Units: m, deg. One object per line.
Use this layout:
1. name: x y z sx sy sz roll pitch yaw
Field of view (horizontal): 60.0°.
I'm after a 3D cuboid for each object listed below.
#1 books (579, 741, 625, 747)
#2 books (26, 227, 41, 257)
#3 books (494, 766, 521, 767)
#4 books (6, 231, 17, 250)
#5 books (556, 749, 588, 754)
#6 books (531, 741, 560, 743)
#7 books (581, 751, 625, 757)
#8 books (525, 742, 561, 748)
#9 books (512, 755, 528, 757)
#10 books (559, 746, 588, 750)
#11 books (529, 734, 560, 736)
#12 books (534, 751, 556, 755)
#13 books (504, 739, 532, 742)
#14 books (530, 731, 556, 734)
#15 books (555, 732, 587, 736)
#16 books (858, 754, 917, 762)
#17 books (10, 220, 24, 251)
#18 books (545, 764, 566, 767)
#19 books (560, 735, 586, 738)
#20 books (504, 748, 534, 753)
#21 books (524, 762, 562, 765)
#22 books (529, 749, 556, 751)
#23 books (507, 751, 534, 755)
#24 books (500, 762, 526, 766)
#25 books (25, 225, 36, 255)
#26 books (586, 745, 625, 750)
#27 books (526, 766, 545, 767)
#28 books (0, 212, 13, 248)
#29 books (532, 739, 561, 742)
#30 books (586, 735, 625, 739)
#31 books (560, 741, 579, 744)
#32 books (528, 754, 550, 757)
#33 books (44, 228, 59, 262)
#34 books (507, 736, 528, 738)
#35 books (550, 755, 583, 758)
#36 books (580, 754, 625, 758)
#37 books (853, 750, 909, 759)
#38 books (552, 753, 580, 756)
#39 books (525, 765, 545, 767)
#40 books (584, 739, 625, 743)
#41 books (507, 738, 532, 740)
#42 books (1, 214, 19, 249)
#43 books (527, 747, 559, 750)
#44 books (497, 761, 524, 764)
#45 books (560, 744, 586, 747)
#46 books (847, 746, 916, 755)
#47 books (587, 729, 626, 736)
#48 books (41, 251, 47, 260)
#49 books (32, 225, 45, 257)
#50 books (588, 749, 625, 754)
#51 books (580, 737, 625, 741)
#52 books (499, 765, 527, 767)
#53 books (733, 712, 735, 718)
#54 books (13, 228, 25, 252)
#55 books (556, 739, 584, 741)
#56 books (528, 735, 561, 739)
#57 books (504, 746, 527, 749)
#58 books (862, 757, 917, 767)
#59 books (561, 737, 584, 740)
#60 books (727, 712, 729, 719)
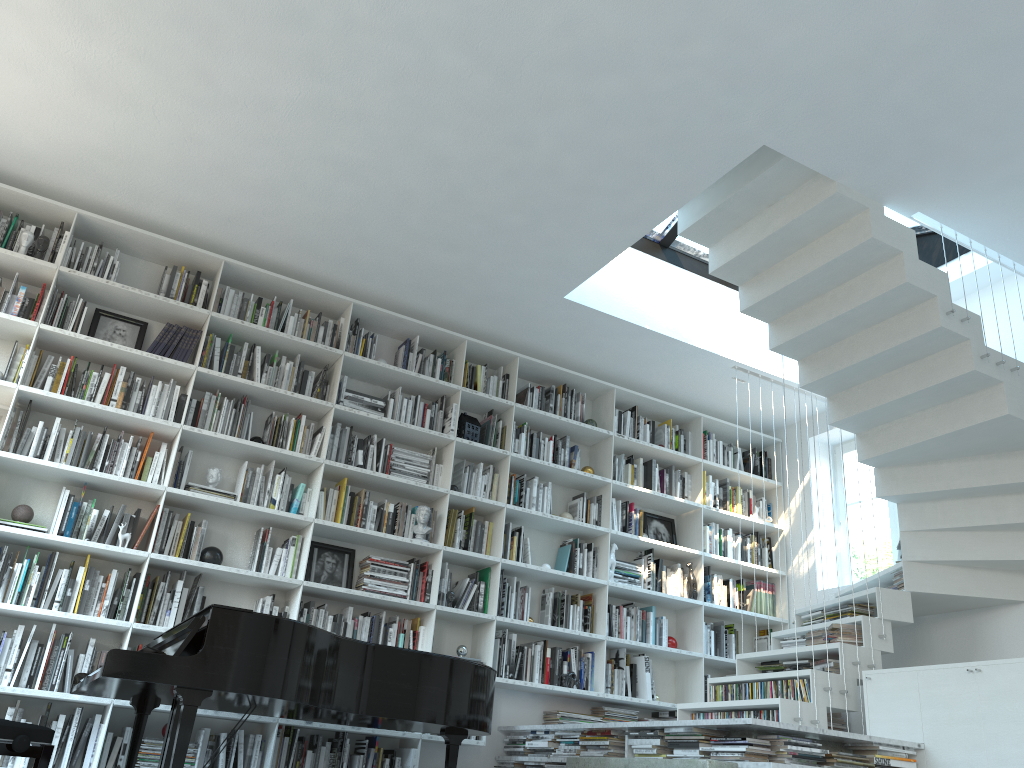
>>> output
1. books: 0.522 1.972 4.849 0.179 0.017 0.294 17 -27 -24
2. books: -2.764 -0.758 5.099 0.027 0.258 0.147 17 -27 -25
3. books: 0.028 2.391 5.520 0.185 0.006 0.263 17 -27 -24
4. books: -2.859 -0.753 5.041 0.024 0.186 0.160 17 -27 -25
5. books: 0.380 2.105 5.066 0.164 0.023 0.243 15 -26 -21
6. books: 0.236 2.159 5.335 0.172 0.007 0.207 16 -27 -23
7. books: 0.517 2.017 4.828 0.178 0.014 0.248 18 -28 -26
8. books: 0.225 2.172 5.323 0.189 0.029 0.238 19 -28 -27
9. books: 0.103 2.332 5.546 0.134 0.014 0.182 19 -28 -27
10. books: 0.391 2.090 5.079 0.154 0.018 0.221 18 -27 -25
11. books: 0.245 2.127 5.353 0.159 0.007 0.286 18 -27 -25
12. books: 0.248 2.219 5.318 0.131 0.021 0.241 16 -27 -23
13. books: 0.089 2.246 5.571 0.171 0.015 0.253 20 -28 -29
14. books: 0.237 2.112 5.354 0.171 0.020 0.194 20 -28 -29
15. books: 0.385 2.020 5.103 0.165 0.015 0.243 20 -28 -29
16. books: 1.782 1.805 4.276 0.262 0.012 0.180 15 -26 -21
17. books: -2.843 -0.786 5.072 0.013 0.274 0.159 17 -27 -25
18. books: 0.331 2.174 5.020 0.181 0.017 0.250 19 -28 -27
19. books: 0.395 2.036 5.103 0.149 0.013 0.220 16 -27 -22
20. books: 0.086 2.297 5.550 0.175 0.017 0.266 16 -27 -22
21. books: 0.196 2.269 5.285 0.149 0.014 0.229 18 -28 -26
22. books: 0.238 2.202 5.319 0.152 0.009 0.260 19 -28 -27
23. books: 0.092 2.315 5.546 0.163 0.017 0.233 16 -27 -23
24. books: 0.038 2.376 5.532 0.153 0.015 0.208 15 -26 -20
25. books: -2.786 -0.760 5.090 0.021 0.252 0.179 17 -27 -25
26. books: 0.529 1.990 4.846 0.159 0.018 0.203 18 -28 -26
27. books: 0.197 2.292 5.276 0.137 0.018 0.201 19 -28 -28
28. books: -2.896 -0.819 5.045 0.014 0.303 0.146 17 -27 -25
29. books: 0.242 2.152 5.342 0.143 0.012 0.265 15 -26 -20
30. books: 0.545 1.946 4.873 0.129 0.013 0.297 18 -28 -26
31. books: 0.394 2.064 5.091 0.145 0.013 0.221 16 -27 -22
32. books: 0.230 2.231 5.303 0.173 0.016 0.234 18 -27 -25
33. books: -2.687 -0.744 5.145 0.022 0.285 0.176 17 -27 -25
34. books: 0.099 2.230 5.584 0.159 0.011 0.247 19 -28 -27
35. books: 0.374 2.131 5.053 0.183 0.012 0.297 18 -27 -25
36. books: 0.510 2.027 4.821 0.182 0.011 0.254 15 -26 -21
37. books: 1.780 1.791 4.289 0.192 0.024 0.168 15 -26 -20
38. books: 0.371 2.119 5.055 0.190 0.012 0.236 18 -28 -26
39. books: 0.194 2.278 5.279 0.144 0.009 0.250 15 -26 -21
40. books: 0.526 1.960 4.856 0.161 0.012 0.255 15 -26 -21
41. books: 0.099 2.238 5.580 0.167 0.008 0.235 18 -27 -25
42. books: -2.882 -0.814 5.064 0.029 0.313 0.129 17 -27 -25
43. books: 0.236 2.193 5.321 0.163 0.008 0.295 18 -28 -26
44. books: 0.034 2.364 5.534 0.174 0.009 0.240 16 -27 -23
45. books: 0.396 2.077 5.087 0.150 0.013 0.216 17 -27 -25
46. books: 1.787 1.771 4.287 0.286 0.013 0.181 20 -28 -29
47. books: 0.537 1.924 4.877 0.139 0.028 0.262 15 -26 -20
48. books: -2.714 -0.705 5.114 0.028 0.184 0.168 17 -27 -25
49. books: -2.751 -0.763 5.124 0.013 0.290 0.155 17 -27 -25
50. books: 0.538 2.009 4.844 0.138 0.017 0.238 18 -27 -25
51. books: 0.521 1.948 4.858 0.187 0.009 0.262 18 -27 -25
52. books: 0.035 2.386 5.527 0.160 0.009 0.211 15 -26 -21
53. books: 1.289 1.908 4.965 0.125 0.125 0.010 17 -27 -25
54. books: -2.829 -0.760 5.068 0.021 0.225 0.157 17 -27 -25
55. books: 0.389 2.053 5.092 0.167 0.008 0.235 18 -27 -25
56. books: 0.243 2.138 5.347 0.163 0.018 0.290 18 -27 -25
57. books: 0.091 2.285 5.557 0.180 0.012 0.262 17 -27 -25
58. books: 1.776 1.826 4.273 0.284 0.030 0.177 17 -27 -24
59. books: 0.394 2.046 5.098 0.160 0.010 0.180 17 -27 -25
60. books: 1.267 1.923 5.002 0.125 0.124 0.009 17 -27 -25
